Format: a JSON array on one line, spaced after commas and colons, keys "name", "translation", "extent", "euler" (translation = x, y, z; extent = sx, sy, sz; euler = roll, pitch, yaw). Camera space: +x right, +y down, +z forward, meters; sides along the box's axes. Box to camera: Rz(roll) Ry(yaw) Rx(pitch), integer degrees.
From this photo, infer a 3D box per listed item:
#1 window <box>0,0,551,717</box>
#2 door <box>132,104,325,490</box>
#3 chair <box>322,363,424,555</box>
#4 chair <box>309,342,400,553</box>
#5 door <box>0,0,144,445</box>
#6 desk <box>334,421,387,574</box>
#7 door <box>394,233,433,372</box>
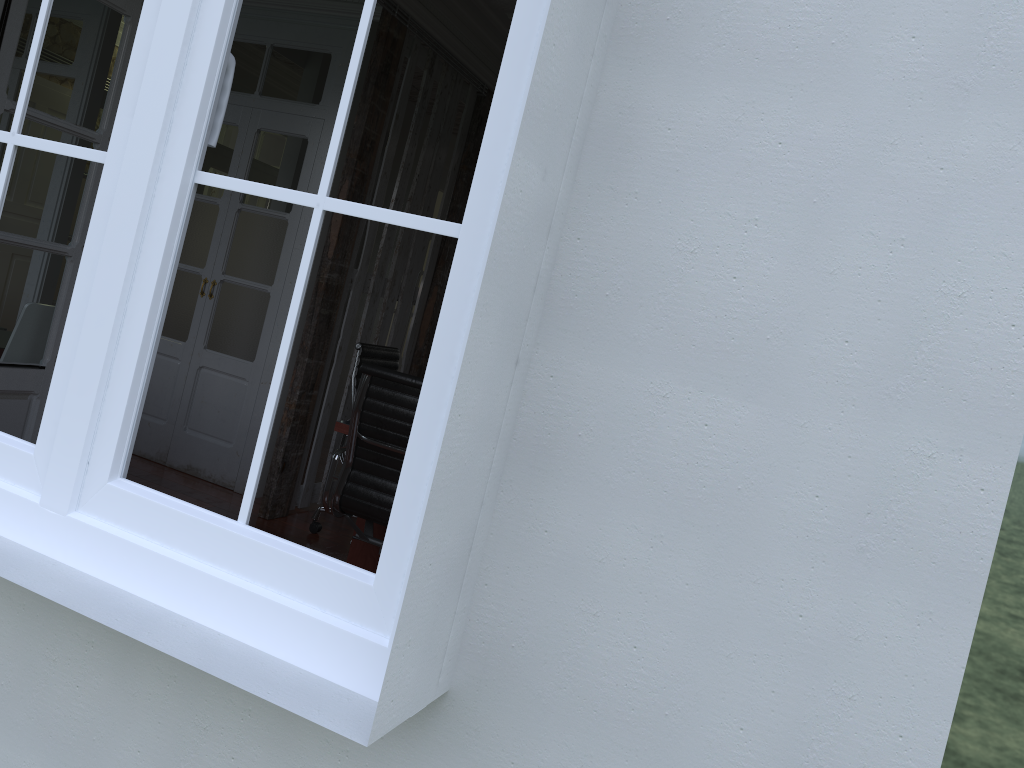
[{"name": "window", "translation": [-0.580, -0.657, 1.636], "extent": [1.534, 1.984, 0.127], "euler": [14, 0, 21]}, {"name": "door", "translation": [-1.785, -0.575, 5.249], "extent": [1.062, 2.179, 0.040], "euler": [14, 0, 21]}, {"name": "chair", "translation": [-0.414, 0.467, 3.523], "extent": [0.669, 1.022, 0.696], "euler": [14, 1, 25]}, {"name": "chair", "translation": [-0.587, 0.357, 4.621], "extent": [0.701, 1.022, 0.663], "euler": [14, 1, 15]}, {"name": "door", "translation": [-1.826, -0.437, 2.848], "extent": [0.041, 2.181, 1.156], "euler": [14, 1, 21]}, {"name": "desk", "translation": [0.214, 0.702, 4.601], "extent": [1.306, 0.727, 2.499], "euler": [15, 3, 21]}, {"name": "door", "translation": [-1.083, -0.569, 8.822], "extent": [0.041, 2.085, 1.072], "euler": [14, 1, 21]}]
